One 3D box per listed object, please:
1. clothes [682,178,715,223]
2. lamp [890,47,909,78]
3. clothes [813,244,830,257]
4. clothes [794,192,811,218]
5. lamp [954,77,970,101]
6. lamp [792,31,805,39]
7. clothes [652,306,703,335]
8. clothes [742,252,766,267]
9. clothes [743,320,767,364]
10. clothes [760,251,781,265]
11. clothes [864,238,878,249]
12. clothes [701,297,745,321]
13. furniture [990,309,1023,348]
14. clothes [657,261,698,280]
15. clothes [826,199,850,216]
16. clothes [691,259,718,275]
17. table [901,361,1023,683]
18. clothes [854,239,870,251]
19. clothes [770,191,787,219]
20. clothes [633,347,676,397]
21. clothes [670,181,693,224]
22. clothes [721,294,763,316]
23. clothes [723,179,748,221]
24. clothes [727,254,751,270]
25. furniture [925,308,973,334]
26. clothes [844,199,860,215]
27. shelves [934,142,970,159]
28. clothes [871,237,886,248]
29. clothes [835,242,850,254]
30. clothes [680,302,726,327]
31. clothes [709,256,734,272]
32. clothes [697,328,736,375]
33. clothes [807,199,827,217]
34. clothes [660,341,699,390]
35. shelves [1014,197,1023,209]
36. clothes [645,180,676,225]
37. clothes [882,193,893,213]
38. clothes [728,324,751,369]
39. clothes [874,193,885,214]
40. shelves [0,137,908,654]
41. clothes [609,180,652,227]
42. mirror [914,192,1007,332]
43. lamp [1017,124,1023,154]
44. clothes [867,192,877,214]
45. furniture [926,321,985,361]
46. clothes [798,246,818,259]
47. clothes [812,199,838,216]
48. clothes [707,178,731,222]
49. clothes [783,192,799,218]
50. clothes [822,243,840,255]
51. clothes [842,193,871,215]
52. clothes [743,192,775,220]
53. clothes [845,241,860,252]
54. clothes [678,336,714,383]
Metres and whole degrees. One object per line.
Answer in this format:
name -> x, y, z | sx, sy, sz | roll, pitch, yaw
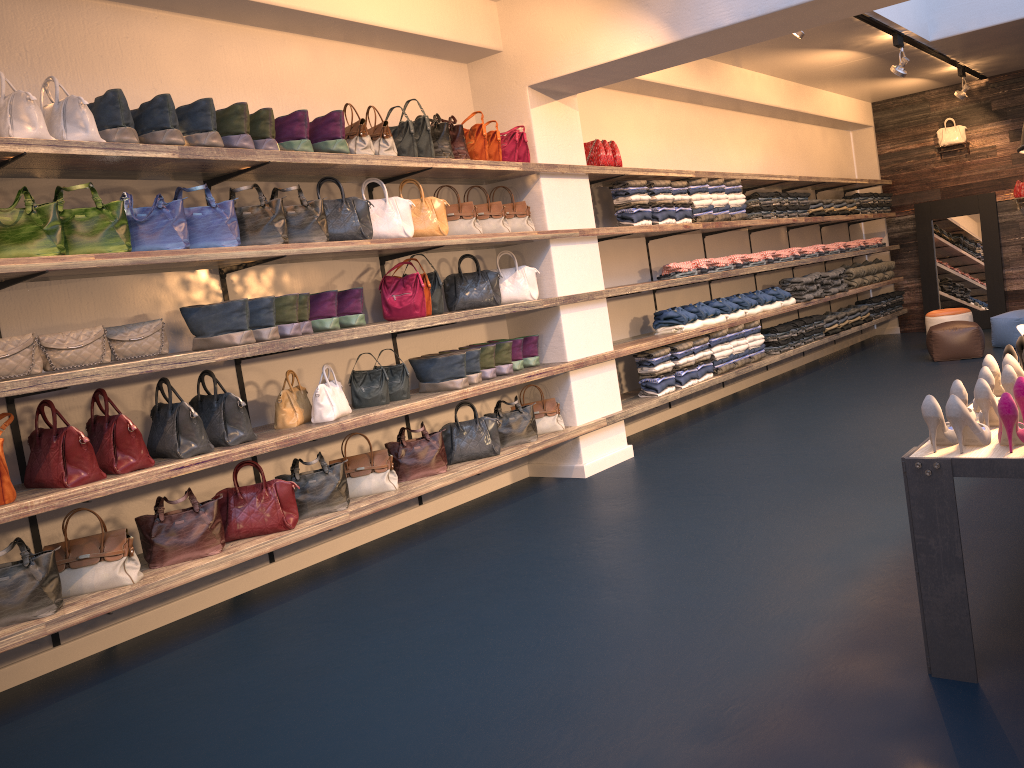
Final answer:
clothes -> 1.737, -1.740, 8.269 | 0.363, 0.454, 0.247 | -12, 6, -39
lamp -> 4.016, -3.316, 8.996 | 0.186, 0.327, 0.235 | -8, 5, -6
clothes -> 3.779, -1.655, 10.823 | 0.294, 0.154, 0.382 | -4, 7, 33
clothes -> 3.301, -2.084, 10.172 | 0.322, 0.298, 0.334 | -3, 7, 45
lamp -> 5.808, -3.794, 11.202 | 0.186, 0.327, 0.235 | -8, 5, -6
lamp -> 2.237, -2.842, 6.806 | 0.247, 0.327, 0.176 | -9, 4, -8
clothes -> 1.486, -0.589, 7.975 | 0.389, 0.240, 0.466 | -3, 7, 38
clothes -> 2.545, -1.323, 9.336 | 0.343, 0.159, 0.326 | -11, 7, -30
clothes -> 2.423, -0.442, 8.939 | 0.363, 0.454, 0.247 | -12, 6, -39
clothes -> 2.788, -1.391, 9.603 | 0.294, 0.154, 0.382 | -4, 7, 33
clothes -> 5.033, -1.987, 12.400 | 0.343, 0.159, 0.326 | -11, 7, -30
clothes -> 2.060, -0.742, 8.681 | 0.389, 0.240, 0.466 | -3, 7, 38
furniture -> 6.065, -0.671, 10.305 | 0.677, 0.422, 0.623 | -9, 6, -12
clothes -> 1.552, -1.059, 8.114 | 0.343, 0.159, 0.326 | -11, 7, -30
clothes -> 4.148, -2.297, 11.304 | 0.379, 0.250, 0.380 | -12, 7, -41
clothes -> 1.795, -1.127, 8.380 | 0.294, 0.154, 0.382 | -4, 7, 33
table -> 2.637, 0.357, 3.584 | 1.135, 0.739, 2.760 | -3, 7, 39
clothes -> 4.786, -1.924, 12.063 | 0.294, 0.154, 0.382 | -4, 7, 33
clothes -> 2.857, -1.966, 9.624 | 0.340, 0.298, 0.345 | -5, 6, 27
clothes -> 1.237, -0.110, 7.488 | 0.232, 0.409, 0.348 | -4, 6, 45
clothes -> 1.479, -1.656, 7.961 | 0.232, 0.409, 0.348 | -4, 6, 45
clothes -> 2.339, -0.817, 9.025 | 0.389, 0.240, 0.466 | -3, 7, 38
clothes -> 2.205, -1.865, 8.845 | 0.363, 0.454, 0.247 | -12, 6, -39
clothes -> 2.285, -1.257, 8.983 | 0.294, 0.154, 0.382 | -4, 7, 33
furniture -> 5.535, -0.704, 10.975 | 0.531, 0.479, 0.632 | -3, 7, 41
clothes -> 4.418, -2.369, 11.635 | 0.382, 0.250, 0.377 | -4, 7, 36
shelves -> 6.324, -3.350, 12.455 | 0.415, 0.157, 0.266 | -3, 7, 37
clothes -> 5.276, -2.054, 12.666 | 0.294, 0.154, 0.382 | -4, 7, 33
clothes -> 4.269, -1.786, 11.426 | 0.294, 0.154, 0.382 | -4, 7, 33
clothes -> 1.787, -0.670, 8.346 | 0.466, 0.240, 0.389 | -12, 7, -36
clothes -> 2.041, -1.189, 8.717 | 0.343, 0.159, 0.326 | -11, 7, -30
clothes -> 1.956, -0.318, 8.363 | 0.363, 0.454, 0.247 | -12, 6, -39
clothes -> 3.595, -2.150, 10.624 | 0.379, 0.250, 0.380 | -12, 7, -41
clothes -> 1.493, -0.174, 7.765 | 0.232, 0.409, 0.348 | -4, 6, 45
shelves -> 7.133, -2.511, 12.009 | 0.279, 0.157, 0.266 | -3, 7, 38
clothes -> 1.274, -1.597, 7.670 | 0.232, 0.409, 0.348 | -4, 6, 45
clothes -> 5.387, -2.640, 12.740 | 0.322, 0.298, 0.334 | -3, 7, 45
clothes -> 2.178, -0.377, 8.637 | 0.363, 0.454, 0.247 | -12, 6, -39
clothes -> 5.164, -2.581, 12.465 | 0.323, 0.298, 0.333 | -4, 7, 39
shelves -> 2.887, -0.559, 3.987 | 7.938, 2.222, 18.303 | -3, 8, 39
clothes -> 1.018, -1.533, 7.394 | 0.232, 0.409, 0.348 | -4, 6, 45
mirror -> 6.508, -1.741, 12.614 | 1.062, 1.912, 0.291 | -5, 5, 37
lamp -> 2.213, -1.769, 3.320 | 0.650, 1.642, 0.752 | -6, 5, 30
clothes -> 4.942, -2.521, 12.192 | 0.340, 0.298, 0.345 | -5, 6, 27
furniture -> 5.121, -0.518, 10.037 | 0.612, 0.422, 0.688 | -5, 6, 23
clothes -> 3.536, -1.588, 10.557 | 0.343, 0.159, 0.326 | -11, 7, -30
clothes -> 3.866, -2.222, 10.955 | 0.382, 0.250, 0.377 | -4, 7, 36
clothes -> 1.959, -1.799, 8.543 | 0.363, 0.454, 0.247 | -12, 6, -39
clothes -> 3.079, -2.025, 9.898 | 0.323, 0.298, 0.333 | -4, 7, 39
clothes -> 4.026, -1.718, 11.160 | 0.343, 0.159, 0.326 | -11, 7, -30
clothes -> 4.728, -2.463, 11.913 | 0.339, 0.298, 0.356 | -3, 7, 41
clothes -> 2.643, -1.907, 9.345 | 0.339, 0.298, 0.356 | -3, 7, 41
clothes -> 4.543, -1.856, 11.797 | 0.343, 0.159, 0.326 | -11, 7, -30
clothes -> 1.698, -0.233, 8.056 | 0.232, 0.409, 0.348 | -4, 6, 45
